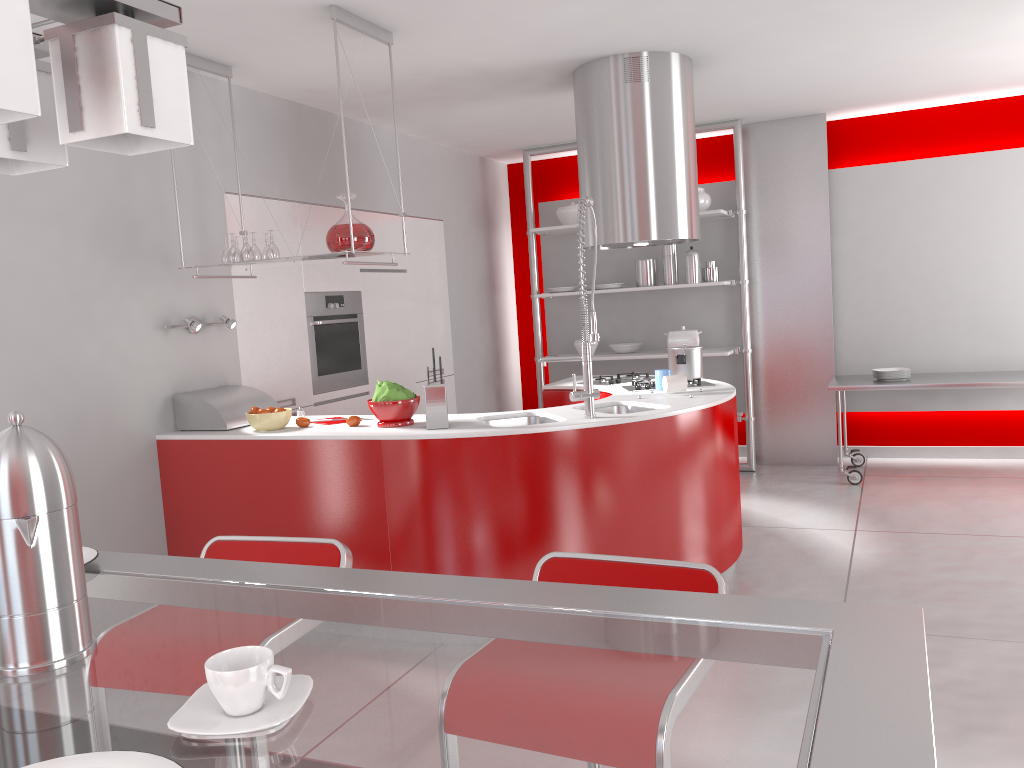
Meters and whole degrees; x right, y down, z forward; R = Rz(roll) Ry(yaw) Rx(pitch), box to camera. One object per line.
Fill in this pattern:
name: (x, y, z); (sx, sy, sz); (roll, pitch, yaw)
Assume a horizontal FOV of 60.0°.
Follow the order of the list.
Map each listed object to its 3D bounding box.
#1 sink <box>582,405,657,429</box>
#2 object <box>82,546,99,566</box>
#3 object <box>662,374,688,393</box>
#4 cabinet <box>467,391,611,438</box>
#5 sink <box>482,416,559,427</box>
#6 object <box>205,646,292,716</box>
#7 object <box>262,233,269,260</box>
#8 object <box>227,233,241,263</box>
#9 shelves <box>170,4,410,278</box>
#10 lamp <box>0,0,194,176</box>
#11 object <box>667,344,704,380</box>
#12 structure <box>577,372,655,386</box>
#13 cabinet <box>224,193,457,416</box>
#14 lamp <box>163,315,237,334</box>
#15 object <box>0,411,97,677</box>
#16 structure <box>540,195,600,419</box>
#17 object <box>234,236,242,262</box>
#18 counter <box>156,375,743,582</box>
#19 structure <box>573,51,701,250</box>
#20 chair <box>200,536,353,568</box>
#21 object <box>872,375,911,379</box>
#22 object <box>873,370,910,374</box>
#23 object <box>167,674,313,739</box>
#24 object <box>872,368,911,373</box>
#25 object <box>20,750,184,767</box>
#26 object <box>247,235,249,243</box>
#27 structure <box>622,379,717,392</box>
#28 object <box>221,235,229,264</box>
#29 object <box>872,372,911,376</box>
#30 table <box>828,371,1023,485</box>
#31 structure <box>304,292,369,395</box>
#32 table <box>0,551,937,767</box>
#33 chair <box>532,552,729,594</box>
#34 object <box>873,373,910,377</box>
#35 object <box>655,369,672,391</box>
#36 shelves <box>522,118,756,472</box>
sink: (0.493, 0.209, 3.976); (0.326, 0.172, 0.428); (-6, 6, -27)
object: (-0.764, 0.290, 1.385); (0.217, 0.015, 0.217); (-7, 6, -30)
object: (0.778, -0.004, 4.260); (0.100, 0.080, 0.109); (-4, 5, -6)
cabinet: (-0.311, 0.518, 4.507); (1.875, 0.761, 1.025); (-6, 6, -21)
sink: (0.042, 0.255, 3.799); (0.326, 0.172, 0.428); (-5, 5, -15)
object: (-0.250, 0.283, 0.832); (0.062, 0.049, 0.078); (-9, 7, -44)
object: (-1.131, -0.627, 4.107); (0.060, 0.141, 0.060); (-2, 6, 23)
object: (-1.264, -0.611, 4.026); (0.060, 0.141, 0.060); (-4, 5, 0)
shelves: (-1.009, -1.014, 3.960); (0.934, 1.023, 0.462); (-2, 6, 23)
lamp: (-0.595, -0.764, 0.898); (0.304, 1.025, 0.304); (-2, 6, 23)
object: (0.919, -0.121, 4.697); (0.189, 0.185, 0.218); (-5, 5, -14)
structure: (0.643, -0.037, 5.208); (0.457, 0.037, 0.303); (-8, 6, -36)
cabinet: (-1.204, -0.086, 5.816); (0.614, 2.026, 2.398); (-2, 6, 23)
lamp: (-1.472, -0.285, 4.258); (0.155, 0.081, 0.454); (-2, 6, 23)
object: (-0.566, 0.173, 1.022); (0.149, 0.287, 0.113); (-1, 6, 31)
structure: (0.276, -0.322, 3.699); (0.308, 0.920, 0.178); (-6, 6, -23)
object: (-1.296, -0.623, 4.186); (0.060, 0.141, 0.060); (-2, 6, 23)
counter: (-0.078, 0.548, 4.365); (2.865, 0.880, 1.868); (-7, 6, -32)
structure: (0.683, -1.242, 4.865); (0.644, 0.958, 0.644); (-5, 5, -10)
chair: (-0.599, 0.810, 1.965); (0.418, 0.857, 0.460); (-2, 5, 19)
object: (2.607, -0.050, 6.095); (0.228, 0.020, 0.228); (-3, 5, 5)
object: (2.605, -0.080, 6.093); (0.228, 0.020, 0.228); (-3, 5, 5)
object: (-0.254, 0.307, 0.839); (0.119, 0.016, 0.119); (-3, 5, 4)
object: (2.605, -0.090, 6.092); (0.228, 0.020, 0.228); (-3, 5, 5)
object: (-0.346, 0.329, 0.648); (0.217, 0.015, 0.217); (-8, 7, -42)
object: (-1.231, -0.622, 4.124); (0.060, 0.141, 0.060); (-2, 6, 23)
structure: (0.827, -0.004, 4.708); (0.457, 0.037, 0.303); (-4, 5, -1)
object: (-1.320, -0.614, 4.104); (0.060, 0.141, 0.060); (-2, 6, 23)
object: (2.606, -0.070, 6.093); (0.228, 0.020, 0.228); (-3, 5, 5)
table: (3.027, 0.295, 6.001); (1.627, 0.682, 0.749); (-1, 6, 25)
structure: (-1.045, -0.263, 5.398); (0.050, 0.589, 0.599); (-2, 6, 23)
table: (-0.441, 0.813, 1.017); (1.700, 1.000, 0.800); (-2, 6, 23)
chair: (0.165, 0.790, 1.627); (0.418, 0.857, 0.460); (-1, 6, 28)
object: (2.607, -0.060, 6.094); (0.228, 0.020, 0.228); (-3, 5, 5)
object: (0.746, -0.021, 4.385); (0.080, 0.100, 0.109); (-4, 5, -3)
shelves: (0.961, -0.613, 6.889); (1.735, 2.599, 0.535); (-2, 6, 23)
